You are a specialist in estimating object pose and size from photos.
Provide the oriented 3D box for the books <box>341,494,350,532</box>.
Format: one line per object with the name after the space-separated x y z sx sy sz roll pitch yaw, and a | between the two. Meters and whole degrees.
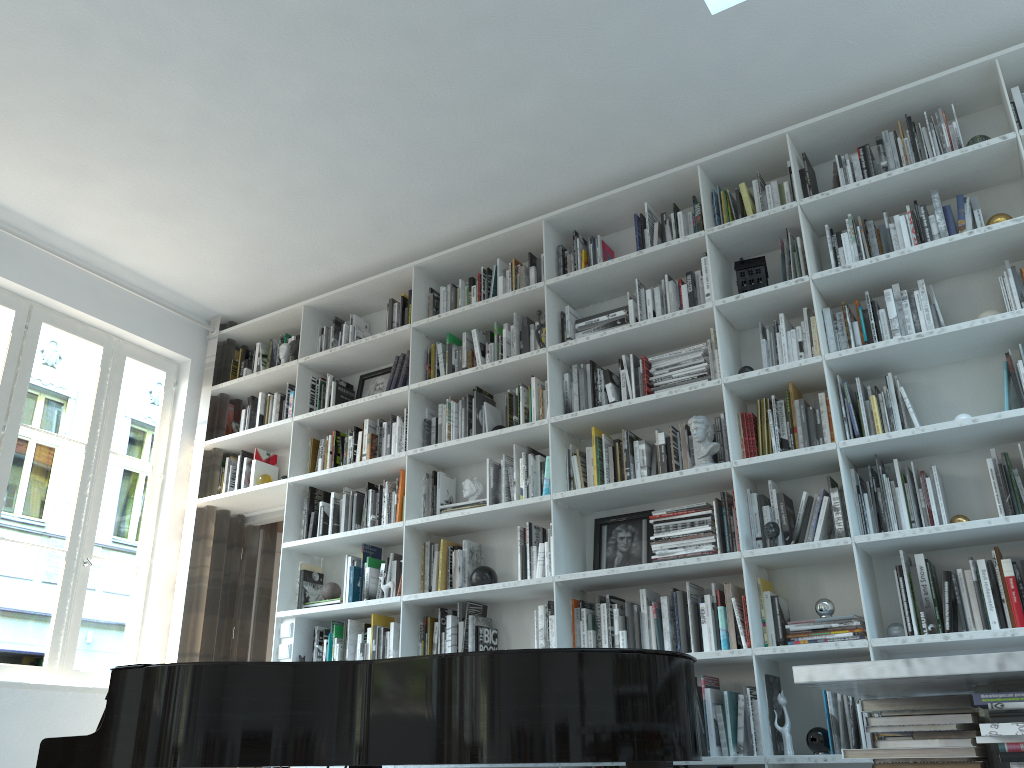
-0.860 0.743 4.852 0.021 0.246 0.189 -14 -26 29 | books

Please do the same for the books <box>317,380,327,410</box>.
-1.080 0.120 5.245 0.004 0.245 0.189 -14 -26 29 | books

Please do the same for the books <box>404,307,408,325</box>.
-0.554 -0.320 5.095 0.027 0.189 0.178 -14 -26 29 | books

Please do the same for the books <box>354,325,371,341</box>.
-0.897 -0.233 5.310 0.013 0.209 0.137 -14 -26 29 | books

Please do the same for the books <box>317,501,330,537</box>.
-1.011 0.789 4.938 0.022 0.234 0.177 -14 -26 29 | books

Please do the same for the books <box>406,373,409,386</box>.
-0.522 -0.027 4.972 0.079 0.284 0.174 -14 -26 29 | books

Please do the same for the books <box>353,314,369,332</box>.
-0.917 -0.263 5.345 0.015 0.292 0.131 -14 -26 29 | books

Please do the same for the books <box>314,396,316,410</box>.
-1.116 0.159 5.283 0.015 0.206 0.173 -14 -26 29 | books

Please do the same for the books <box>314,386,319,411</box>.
-1.100 0.139 5.249 0.004 0.213 0.187 -14 -26 29 | books

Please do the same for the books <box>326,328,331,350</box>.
-1.065 -0.205 5.390 0.013 0.224 0.177 -14 -26 29 | books

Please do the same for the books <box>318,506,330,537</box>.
-0.995 0.795 4.912 0.028 0.203 0.188 -14 -26 29 | books

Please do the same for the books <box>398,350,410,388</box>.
-0.560 -0.023 4.971 0.097 0.281 0.174 -14 -26 29 | books

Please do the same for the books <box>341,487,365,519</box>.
-0.870 0.729 4.875 0.011 0.292 0.184 -14 -26 29 | books

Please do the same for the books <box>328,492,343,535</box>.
-0.944 0.756 4.921 0.024 0.280 0.174 -14 -26 29 | books

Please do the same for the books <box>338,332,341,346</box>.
-0.990 -0.203 5.343 0.026 0.182 0.162 -14 -26 29 | books

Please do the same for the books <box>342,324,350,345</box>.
-0.954 -0.232 5.317 0.021 0.213 0.174 -14 -26 29 | books

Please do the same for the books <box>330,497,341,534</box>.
-0.934 0.766 4.900 0.011 0.245 0.177 -14 -26 29 | books

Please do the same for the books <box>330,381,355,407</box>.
-0.992 0.114 5.194 0.012 0.213 0.186 -14 -26 29 | books

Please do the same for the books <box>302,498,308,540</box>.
-1.122 0.804 5.032 0.012 0.284 0.160 -14 -26 29 | books

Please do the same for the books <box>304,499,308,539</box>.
-1.099 0.795 4.988 0.027 0.265 0.176 -14 -26 29 | books

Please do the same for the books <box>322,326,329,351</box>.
-1.090 -0.208 5.411 0.012 0.248 0.180 -14 -26 29 | books

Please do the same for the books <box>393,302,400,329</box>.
-0.632 -0.329 5.145 0.028 0.248 0.156 -14 -26 29 | books

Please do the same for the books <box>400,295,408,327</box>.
-0.584 -0.353 5.123 0.011 0.273 0.184 -14 -26 29 | books

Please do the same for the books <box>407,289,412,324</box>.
-0.538 -0.378 5.095 0.025 0.296 0.164 -14 -26 29 | books

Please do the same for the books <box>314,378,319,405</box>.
-1.128 0.123 5.300 0.006 0.286 0.148 -14 -26 29 | books

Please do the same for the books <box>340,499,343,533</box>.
-0.896 0.768 4.903 0.049 0.242 0.139 -14 -26 29 | books

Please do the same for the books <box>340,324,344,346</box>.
-0.965 -0.229 5.331 0.013 0.218 0.181 -14 -26 29 | books

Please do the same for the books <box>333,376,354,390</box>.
-0.998 0.100 5.214 0.012 0.253 0.167 -14 -26 29 | books

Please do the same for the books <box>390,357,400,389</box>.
-0.614 0.002 5.023 0.110 0.278 0.174 -14 -26 29 | books

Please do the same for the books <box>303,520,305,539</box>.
-1.110 0.832 5.001 0.026 0.208 0.155 -14 -26 29 | books

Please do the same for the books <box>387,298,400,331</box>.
-0.653 -0.337 5.165 0.024 0.278 0.188 -14 -26 29 | books

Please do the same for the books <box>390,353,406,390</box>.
-0.604 -0.009 4.997 0.110 0.278 0.174 -14 -26 29 | books

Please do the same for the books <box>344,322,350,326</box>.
-0.971 -0.238 5.351 0.013 0.251 0.129 -14 -26 29 | books

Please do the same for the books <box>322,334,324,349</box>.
-1.104 -0.183 5.421 0.032 0.209 0.159 -14 -26 29 | books

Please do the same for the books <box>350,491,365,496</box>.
-0.837 0.735 4.862 0.011 0.269 0.158 -14 -26 29 | books

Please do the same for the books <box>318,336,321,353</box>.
-1.134 -0.175 5.431 0.017 0.203 0.143 -14 -26 29 | books

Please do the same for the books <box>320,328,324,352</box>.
-1.121 -0.201 5.440 0.007 0.257 0.157 -14 -26 29 | books

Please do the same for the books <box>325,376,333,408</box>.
-1.027 0.103 5.222 0.023 0.257 0.184 -14 -26 29 | books

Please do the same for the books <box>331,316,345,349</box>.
-1.018 -0.249 5.357 0.015 0.278 0.191 -14 -26 29 | books

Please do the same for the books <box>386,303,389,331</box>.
-0.684 -0.320 5.200 0.013 0.276 0.151 -14 -26 29 | books

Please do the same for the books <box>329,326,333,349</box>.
-1.050 -0.215 5.391 0.016 0.242 0.156 -14 -26 29 | books

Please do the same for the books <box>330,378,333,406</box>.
-1.007 0.106 5.220 0.011 0.248 0.168 -14 -26 29 | books

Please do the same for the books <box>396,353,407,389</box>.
-0.575 -0.008 5.001 0.110 0.278 0.174 -14 -26 29 | books

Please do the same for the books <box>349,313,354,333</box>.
-0.932 -0.268 5.342 0.007 0.300 0.146 -14 -26 29 | books

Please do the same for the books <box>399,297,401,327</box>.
-0.596 -0.349 5.144 0.013 0.282 0.167 -14 -26 29 | books

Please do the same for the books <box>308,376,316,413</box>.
-1.146 0.119 5.301 0.005 0.291 0.184 -14 -26 29 | books

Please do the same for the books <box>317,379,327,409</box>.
-1.087 0.121 5.266 0.009 0.259 0.184 -14 -26 29 | books

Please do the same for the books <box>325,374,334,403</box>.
-1.033 0.098 5.241 0.005 0.280 0.191 -14 -26 29 | books

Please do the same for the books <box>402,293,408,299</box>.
-0.600 -0.358 5.170 0.014 0.319 0.137 -14 -26 29 | books

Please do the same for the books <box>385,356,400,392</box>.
-0.638 0.004 5.026 0.110 0.278 0.174 -14 -26 29 | books

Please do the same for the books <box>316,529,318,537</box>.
-1.030 0.814 4.961 0.042 0.208 0.144 -14 -26 29 | books

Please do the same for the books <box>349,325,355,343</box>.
-0.913 -0.230 5.307 0.014 0.201 0.171 -14 -26 29 | books

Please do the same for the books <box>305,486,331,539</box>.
-1.085 0.759 4.989 0.012 0.332 0.185 -14 -26 29 | books

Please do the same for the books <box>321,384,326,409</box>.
-1.058 0.129 5.233 0.018 0.218 0.187 -14 -26 29 | books

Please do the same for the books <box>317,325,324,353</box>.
-1.140 -0.207 5.458 0.007 0.284 0.160 -14 -26 29 | books

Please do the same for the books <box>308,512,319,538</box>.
-1.060 0.825 4.953 0.037 0.181 0.189 -14 -26 29 | books
